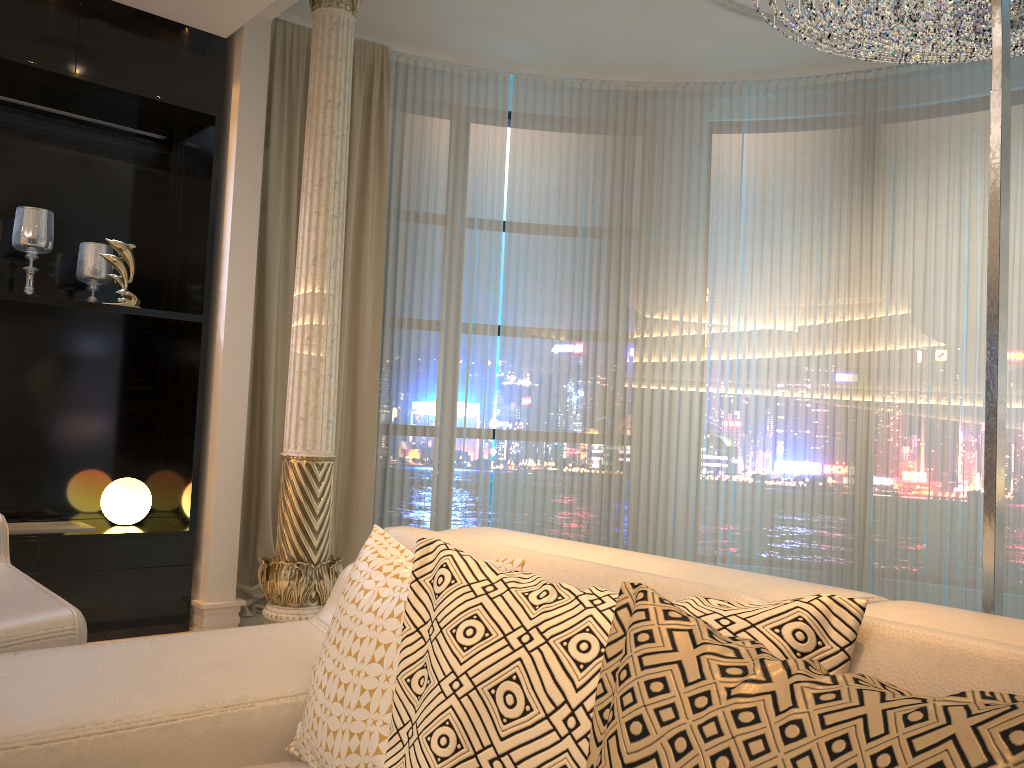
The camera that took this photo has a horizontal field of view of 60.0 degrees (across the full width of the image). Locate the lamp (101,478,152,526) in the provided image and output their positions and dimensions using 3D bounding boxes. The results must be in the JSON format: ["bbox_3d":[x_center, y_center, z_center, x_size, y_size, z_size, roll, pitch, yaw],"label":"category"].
[{"bbox_3d":[-1.753,0.533,4.031,0.212,0.214,0.213,2,-3,10],"label":"lamp"}]

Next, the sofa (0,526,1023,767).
[{"bbox_3d":[0.124,0.622,0.903,1.145,0.754,2.328,5,-4,-40],"label":"sofa"}]

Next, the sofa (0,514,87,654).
[{"bbox_3d":[-2.132,0.554,1.555,2.328,0.754,1.145,5,-4,-40],"label":"sofa"}]

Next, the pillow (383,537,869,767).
[{"bbox_3d":[0.111,0.426,1.072,0.587,0.429,0.288,1,-3,25],"label":"pillow"}]

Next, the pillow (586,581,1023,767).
[{"bbox_3d":[0.262,0.412,0.782,0.301,0.436,0.575,5,-4,-34],"label":"pillow"}]

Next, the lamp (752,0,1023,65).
[{"bbox_3d":[1.796,-1.613,3.179,2.109,0.685,2.109,2,-3,5],"label":"lamp"}]

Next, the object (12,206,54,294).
[{"bbox_3d":[-2.096,-0.545,3.869,0.156,0.426,0.156,5,-4,-35],"label":"object"}]

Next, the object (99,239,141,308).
[{"bbox_3d":[-1.705,-0.474,3.868,0.182,0.293,0.116,6,-4,-43],"label":"object"}]

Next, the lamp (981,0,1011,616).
[{"bbox_3d":[0.081,-0.267,0.878,2.009,2.519,0.393,5,-4,-40],"label":"lamp"}]

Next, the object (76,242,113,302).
[{"bbox_3d":[-1.898,-0.473,4.028,0.147,0.317,0.147,5,-4,-38],"label":"object"}]

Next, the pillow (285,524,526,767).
[{"bbox_3d":[-0.170,0.430,1.357,0.222,0.380,0.463,5,-4,-36],"label":"pillow"}]
